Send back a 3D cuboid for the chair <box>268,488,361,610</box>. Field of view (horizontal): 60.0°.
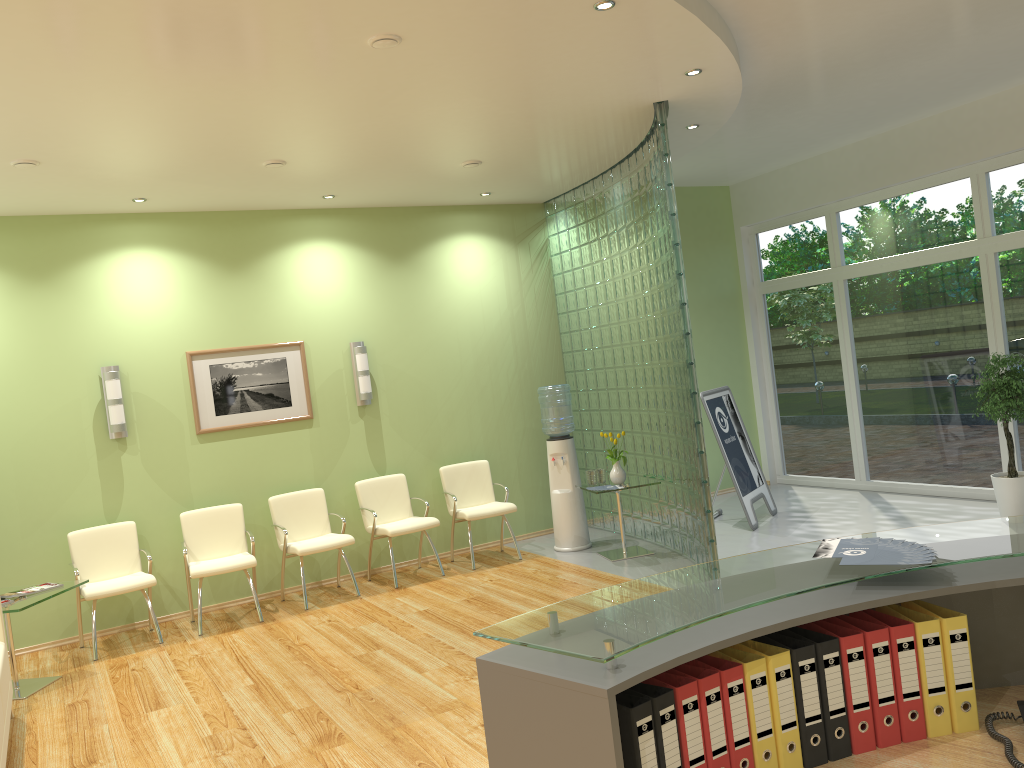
[{"bbox_3d":[12.536,-0.334,2.086,31.281,0.986,0.752,-7,1,20],"label":"chair"}]

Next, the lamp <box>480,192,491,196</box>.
[{"bbox_3d":[-0.246,-1.763,8.245,0.105,0.011,0.105,-6,2,43],"label":"lamp"}]

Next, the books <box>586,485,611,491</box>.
[{"bbox_3d":[0.750,0.879,7.526,0.210,0.004,0.150,-7,1,-13],"label":"books"}]

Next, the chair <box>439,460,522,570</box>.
[{"bbox_3d":[-0.293,1.172,8.108,0.536,0.881,0.650,-7,1,-23],"label":"chair"}]

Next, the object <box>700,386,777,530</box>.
[{"bbox_3d":[2.042,0.678,8.430,0.606,1.285,0.848,-6,1,32],"label":"object"}]

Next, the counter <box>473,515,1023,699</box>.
[{"bbox_3d":[1.827,0.383,1.307,1.837,0.078,3.674,-8,2,-43],"label":"counter"}]

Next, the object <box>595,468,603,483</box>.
[{"bbox_3d":[0.774,0.811,7.853,0.071,0.119,0.072,-8,1,-28],"label":"object"}]

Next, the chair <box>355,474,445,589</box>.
[{"bbox_3d":[12.890,-0.381,2.283,30.806,0.986,0.748,-7,1,21],"label":"chair"}]

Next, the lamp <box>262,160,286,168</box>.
[{"bbox_3d":[-1.674,-1.542,6.251,0.167,0.024,0.167,-7,1,23],"label":"lamp"}]

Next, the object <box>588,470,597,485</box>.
[{"bbox_3d":[0.709,0.821,7.757,0.071,0.119,0.072,-8,1,-28],"label":"object"}]

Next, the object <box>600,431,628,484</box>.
[{"bbox_3d":[0.894,0.629,7.637,0.219,0.459,0.201,-7,1,2],"label":"object"}]

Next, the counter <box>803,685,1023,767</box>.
[{"bbox_3d":[1.835,0.782,1.276,1.723,0.018,3.444,-8,2,-43],"label":"counter"}]

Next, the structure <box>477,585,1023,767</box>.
[{"bbox_3d":[1.896,0.942,1.318,1.837,1.049,3.673,-8,2,-43],"label":"structure"}]

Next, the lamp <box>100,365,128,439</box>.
[{"bbox_3d":[-3.167,0.144,7.070,0.134,0.580,0.142,-8,1,-28],"label":"lamp"}]

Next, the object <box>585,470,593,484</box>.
[{"bbox_3d":[0.691,0.822,7.839,0.071,0.119,0.072,-8,1,-28],"label":"object"}]

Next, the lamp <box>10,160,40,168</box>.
[{"bbox_3d":[-3.030,-1.362,5.520,0.167,0.024,0.167,-7,1,23],"label":"lamp"}]

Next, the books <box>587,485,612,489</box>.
[{"bbox_3d":[0.747,0.879,7.544,0.210,0.004,0.150,-7,1,-3],"label":"books"}]

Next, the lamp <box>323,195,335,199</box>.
[{"bbox_3d":[-1.558,-1.588,7.538,0.105,0.011,0.105,-6,2,43],"label":"lamp"}]

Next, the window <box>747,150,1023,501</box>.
[{"bbox_3d":[5.152,-0.525,6.169,0.092,3.000,9.401,-8,1,-28],"label":"window"}]

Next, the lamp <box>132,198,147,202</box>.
[{"bbox_3d":[-2.869,-1.414,6.832,0.105,0.011,0.105,-6,2,43],"label":"lamp"}]

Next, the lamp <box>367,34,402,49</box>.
[{"bbox_3d":[-0.609,-1.634,4.253,0.167,0.024,0.167,-7,1,11],"label":"lamp"}]

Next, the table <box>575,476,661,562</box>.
[{"bbox_3d":[0.942,1.164,7.663,0.581,0.614,0.581,-7,1,-14],"label":"table"}]

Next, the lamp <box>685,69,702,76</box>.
[{"bbox_3d":[1.090,-1.869,5.325,0.105,0.011,0.105,-7,1,-12],"label":"lamp"}]

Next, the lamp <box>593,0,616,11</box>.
[{"bbox_3d":[0.432,-1.765,4.139,0.105,0.011,0.105,-6,1,32],"label":"lamp"}]

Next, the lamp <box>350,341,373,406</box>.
[{"bbox_3d":[-1.359,-0.097,8.044,0.134,0.580,0.142,-8,1,-28],"label":"lamp"}]

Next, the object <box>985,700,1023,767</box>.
[{"bbox_3d":[1.221,0.794,1.969,0.279,0.081,0.411,-7,1,22],"label":"object"}]

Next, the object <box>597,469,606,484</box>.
[{"bbox_3d":[0.791,0.811,7.774,0.071,0.119,0.072,-8,1,-28],"label":"object"}]

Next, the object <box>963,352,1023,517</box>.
[{"bbox_3d":[4.000,0.415,7.142,0.503,1.376,0.590,-6,2,42],"label":"object"}]

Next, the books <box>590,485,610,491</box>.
[{"bbox_3d":[0.755,0.878,7.509,0.210,0.004,0.150,-7,1,-23],"label":"books"}]

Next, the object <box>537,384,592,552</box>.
[{"bbox_3d":[0.472,0.762,8.158,0.353,1.506,0.353,-7,1,-21],"label":"object"}]

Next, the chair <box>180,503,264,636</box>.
[{"bbox_3d":[-2.306,1.439,7.026,0.536,0.881,0.650,-7,1,-23],"label":"chair"}]

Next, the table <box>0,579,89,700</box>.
[{"bbox_3d":[-3.309,1.720,5.863,0.736,0.614,0.736,-7,1,7],"label":"table"}]

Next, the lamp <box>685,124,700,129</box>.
[{"bbox_3d":[1.354,-1.928,6.653,0.105,0.011,0.105,-7,1,-11],"label":"lamp"}]

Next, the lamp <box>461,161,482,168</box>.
[{"bbox_3d":[-0.317,-1.723,6.982,0.167,0.024,0.167,-6,2,45],"label":"lamp"}]
